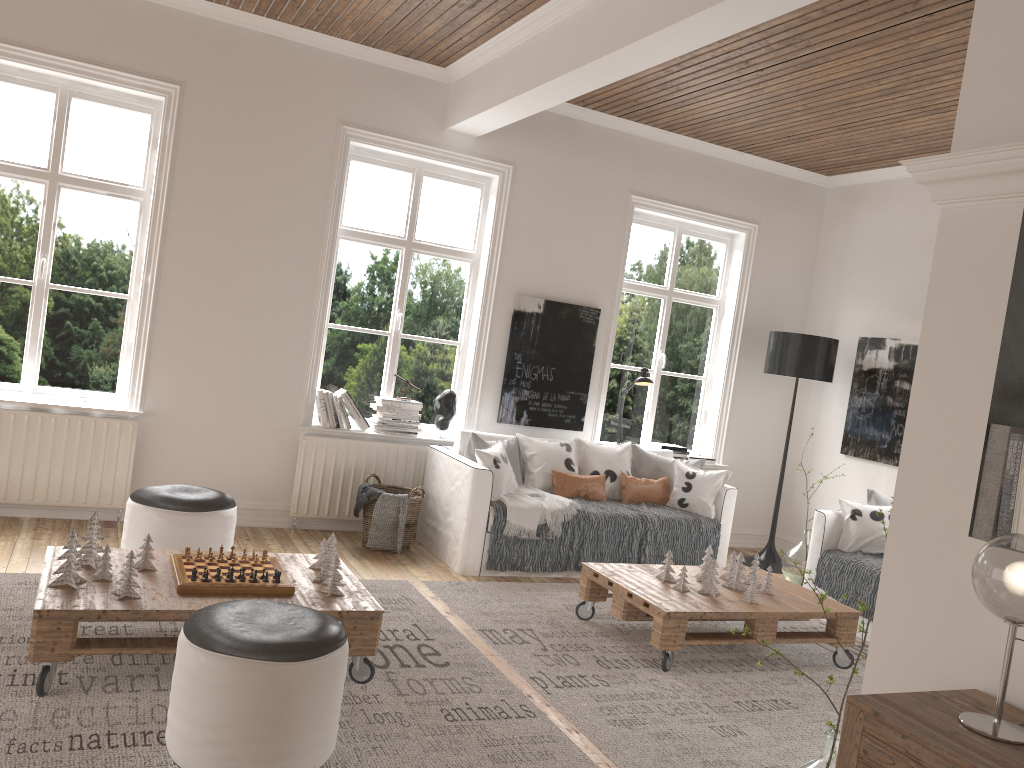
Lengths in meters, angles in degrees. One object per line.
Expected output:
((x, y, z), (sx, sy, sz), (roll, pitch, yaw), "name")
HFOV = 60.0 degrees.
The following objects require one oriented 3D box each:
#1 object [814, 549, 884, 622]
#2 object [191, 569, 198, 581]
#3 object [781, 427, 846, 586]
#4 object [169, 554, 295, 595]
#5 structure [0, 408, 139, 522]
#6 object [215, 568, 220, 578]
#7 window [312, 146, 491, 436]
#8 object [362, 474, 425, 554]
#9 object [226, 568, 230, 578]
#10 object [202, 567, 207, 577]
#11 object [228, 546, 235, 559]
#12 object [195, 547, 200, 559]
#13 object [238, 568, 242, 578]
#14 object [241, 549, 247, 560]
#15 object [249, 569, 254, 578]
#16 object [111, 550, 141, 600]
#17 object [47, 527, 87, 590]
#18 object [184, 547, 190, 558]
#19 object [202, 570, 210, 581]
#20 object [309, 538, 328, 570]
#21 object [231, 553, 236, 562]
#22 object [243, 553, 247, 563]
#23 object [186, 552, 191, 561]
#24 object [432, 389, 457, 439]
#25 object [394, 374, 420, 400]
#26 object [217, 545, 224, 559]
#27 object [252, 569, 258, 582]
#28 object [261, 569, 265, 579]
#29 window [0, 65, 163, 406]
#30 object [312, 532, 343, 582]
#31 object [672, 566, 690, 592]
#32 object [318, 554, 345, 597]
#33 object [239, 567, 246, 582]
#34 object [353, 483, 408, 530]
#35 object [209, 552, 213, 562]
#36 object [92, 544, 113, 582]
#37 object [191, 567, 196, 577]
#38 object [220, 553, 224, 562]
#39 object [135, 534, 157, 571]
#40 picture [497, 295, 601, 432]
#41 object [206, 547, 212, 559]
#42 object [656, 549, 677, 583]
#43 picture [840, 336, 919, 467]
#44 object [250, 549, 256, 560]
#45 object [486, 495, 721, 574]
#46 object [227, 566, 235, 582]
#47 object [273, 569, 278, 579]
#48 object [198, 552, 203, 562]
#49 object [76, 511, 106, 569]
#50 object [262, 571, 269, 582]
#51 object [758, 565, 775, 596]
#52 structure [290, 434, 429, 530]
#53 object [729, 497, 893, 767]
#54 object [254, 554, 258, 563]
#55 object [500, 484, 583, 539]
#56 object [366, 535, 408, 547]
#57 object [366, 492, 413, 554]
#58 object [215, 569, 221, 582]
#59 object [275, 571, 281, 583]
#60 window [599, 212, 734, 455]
((2.468, 1.251, 4.751), (0.656, 0.390, 1.704), (7, 3, -25), "object")
((-1.184, 0.712, 3.305), (0.019, 0.040, 0.019), (7, 3, -29), "object")
((2.222, 0.881, 6.260), (0.515, 1.117, 0.275), (8, 3, -9), "object")
((-1.115, 0.752, 3.513), (0.429, 0.036, 0.429), (7, 3, -25), "object")
((-2.813, 0.549, 5.002), (1.223, 0.829, 0.095), (7, 3, -25), "structure")
((-1.124, 0.719, 3.386), (0.017, 0.037, 0.017), (8, 3, -6), "object")
((-0.751, -0.584, 6.057), (1.055, 1.872, 0.120), (7, 3, -25), "window")
((-0.762, 0.815, 5.571), (0.393, 0.432, 0.393), (8, 3, -3), "object")
((-1.086, 0.724, 3.401), (0.017, 0.037, 0.017), (8, 3, -6), "object")
((-1.166, 0.714, 3.367), (0.017, 0.037, 0.017), (8, 3, -6), "object")
((-1.155, 0.694, 3.659), (0.025, 0.055, 0.025), (9, 3, 7), "object")
((-1.273, 0.685, 3.603), (0.026, 0.044, 0.026), (9, 3, 20), "object")
((-1.046, 0.729, 3.421), (0.017, 0.037, 0.017), (8, 3, -6), "object")
((-1.110, 0.703, 3.678), (0.022, 0.047, 0.022), (9, 3, 7), "object")
((-1.008, 0.734, 3.439), (0.017, 0.037, 0.017), (8, 3, -6), "object")
((-1.351, 0.665, 3.128), (0.085, 0.166, 0.085), (6, 3, -39), "object")
((-1.571, 0.611, 3.159), (0.106, 0.208, 0.107), (8, 3, -9), "object")
((-1.312, 0.682, 3.584), (0.019, 0.040, 0.019), (7, 3, -29), "object")
((-1.145, 0.715, 3.326), (0.026, 0.044, 0.026), (9, 3, 20), "object")
((-0.814, 0.728, 3.819), (0.079, 0.137, 0.075), (9, 3, 23), "object")
((-1.134, 0.708, 3.619), (0.017, 0.037, 0.017), (8, 3, -6), "object")
((-1.094, 0.713, 3.636), (0.017, 0.037, 0.017), (8, 3, -6), "object")
((-1.292, 0.688, 3.543), (0.017, 0.037, 0.017), (8, 3, -6), "object")
((-0.471, 0.203, 6.119), (0.171, 0.340, 0.177), (9, 3, 11), "object")
((-0.714, 0.022, 5.988), (0.177, 0.161, 0.092), (10, 3, 33), "object")
((-1.193, 0.687, 3.639), (0.025, 0.058, 0.025), (9, 3, 20), "object")
((-0.984, 0.733, 3.401), (0.022, 0.047, 0.022), (9, 3, 7), "object")
((-0.969, 0.738, 3.458), (0.017, 0.037, 0.017), (8, 3, -6), "object")
((-2.700, -0.826, 5.137), (1.055, 1.872, 0.120), (7, 3, -25), "window")
((-0.747, 0.711, 3.662), (0.111, 0.204, 0.118), (8, 3, -2), "object")
((0.838, 0.950, 4.356), (0.072, 0.124, 0.068), (6, 3, -41), "object")
((-0.700, 0.747, 3.492), (0.082, 0.160, 0.082), (6, 3, -36), "object")
((-1.024, 0.724, 3.381), (0.025, 0.055, 0.025), (9, 3, 7), "object")
((-0.820, 0.803, 5.531), (0.367, 0.332, 0.303), (7, 3, -34), "object")
((-1.214, 0.698, 3.582), (0.017, 0.037, 0.017), (8, 3, -6), "object")
((-1.504, 0.654, 3.275), (0.072, 0.132, 0.076), (7, 3, -25), "object")
((-1.200, 0.710, 3.348), (0.017, 0.037, 0.017), (6, 4, -44), "object")
((-1.176, 0.703, 3.601), (0.017, 0.037, 0.017), (8, 3, -6), "object")
((-1.430, 0.652, 3.465), (0.077, 0.141, 0.082), (6, 3, -44), "object")
((0.271, -0.138, 6.368), (0.680, 0.908, 0.041), (7, 3, -25), "picture")
((-1.233, 0.688, 3.621), (0.022, 0.047, 0.022), (9, 3, 7), "object")
((0.796, 0.919, 4.505), (0.088, 0.161, 0.093), (8, 3, -16), "object")
((2.743, 0.121, 6.487), (0.041, 0.908, 0.680), (7, 3, -25), "picture")
((-1.076, 0.709, 3.695), (0.026, 0.044, 0.026), (9, 3, 20), "object")
((0.504, 0.961, 5.817), (1.680, 0.423, 0.651), (7, 3, -25), "object")
((-1.062, 0.718, 3.362), (0.025, 0.058, 0.025), (9, 3, 20), "object")
((-0.927, 0.744, 3.476), (0.017, 0.037, 0.017), (8, 3, -6), "object")
((-1.251, 0.693, 3.564), (0.017, 0.037, 0.017), (8, 3, -6), "object")
((-1.614, 0.591, 3.413), (0.108, 0.213, 0.109), (8, 3, -1), "object")
((-0.947, 0.740, 3.420), (0.026, 0.044, 0.026), (9, 3, 20), "object")
((1.314, 1.000, 4.548), (0.075, 0.147, 0.075), (9, 3, 7), "object")
((-0.861, 0.792, 5.924), (1.223, 0.829, 0.095), (7, 3, -25), "structure")
((0.879, 0.844, 2.678), (0.515, 1.117, 0.275), (10, 3, 31), "object")
((-1.054, 0.718, 3.654), (0.017, 0.037, 0.017), (8, 3, -6), "object")
((0.123, 0.776, 5.633), (0.588, 0.255, 0.729), (7, 3, -21), "object")
((-0.776, 0.926, 5.581), (0.291, 0.186, 0.280), (6, 3, -40), "object")
((-0.765, 0.828, 5.528), (0.290, 0.356, 0.349), (8, 3, 4), "object")
((-1.105, 0.718, 3.344), (0.022, 0.047, 0.022), (10, 3, 33), "object")
((-0.906, 0.747, 3.437), (0.019, 0.040, 0.019), (9, 3, 9), "object")
((1.196, -0.341, 6.977), (1.055, 1.872, 0.120), (7, 3, -25), "window")
